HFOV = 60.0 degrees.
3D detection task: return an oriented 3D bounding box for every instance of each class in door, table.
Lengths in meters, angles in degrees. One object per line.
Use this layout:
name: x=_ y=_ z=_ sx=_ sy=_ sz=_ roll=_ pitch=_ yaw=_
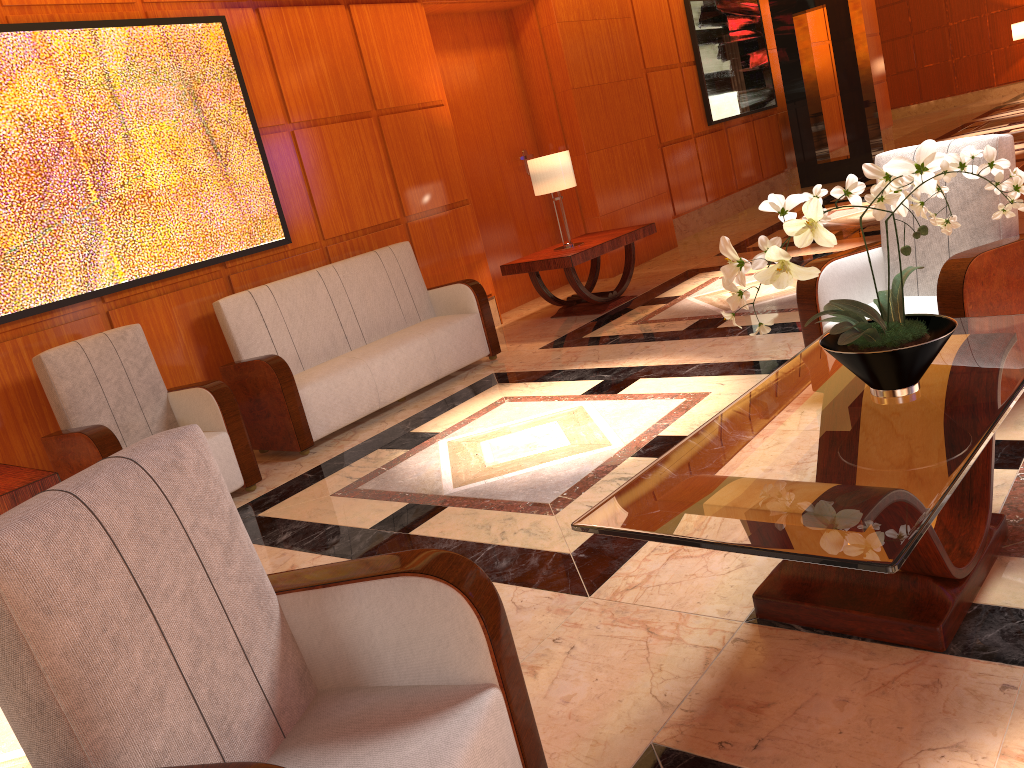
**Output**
door: x=-0.077 y=-2.004 z=7.911 sx=0.340 sy=2.631 sz=1.514 roll=-4 pitch=16 yaw=40
table: x=0.604 y=-0.879 z=7.191 sx=0.724 sy=0.530 sz=1.178 roll=-1 pitch=18 yaw=43
table: x=-2.428 y=0.812 z=3.513 sx=0.724 sy=0.530 sz=1.178 roll=-1 pitch=18 yaw=43
table: x=0.951 y=0.285 z=2.354 sx=0.722 sy=0.492 sz=1.574 roll=-1 pitch=18 yaw=43

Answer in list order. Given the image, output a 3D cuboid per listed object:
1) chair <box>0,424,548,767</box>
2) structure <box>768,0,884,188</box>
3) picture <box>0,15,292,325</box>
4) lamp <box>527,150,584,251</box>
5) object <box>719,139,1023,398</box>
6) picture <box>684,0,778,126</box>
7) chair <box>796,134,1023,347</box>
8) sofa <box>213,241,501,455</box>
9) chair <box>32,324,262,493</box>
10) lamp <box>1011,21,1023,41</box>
chair: x=-0.406 y=0.572 z=1.551 sx=0.627 sy=0.953 sz=0.745 roll=-10 pitch=13 yaw=20
structure: x=4.154 y=-3.930 z=11.652 sx=0.984 sy=2.478 sz=0.505 roll=-4 pitch=16 yaw=41
picture: x=-2.236 y=-1.270 z=4.940 sx=0.056 sy=1.441 sz=2.015 roll=-4 pitch=17 yaw=40
lamp: x=0.592 y=0.081 z=0.777 sx=0.335 sy=0.729 sz=13.108 roll=-14 pitch=14 yaw=1
object: x=0.933 y=-0.281 z=2.291 sx=0.786 sy=0.612 sz=0.421 roll=-10 pitch=13 yaw=18
picture: x=2.763 y=-4.058 z=11.006 sx=0.056 sy=1.441 sz=2.015 roll=-4 pitch=17 yaw=40
chair: x=1.625 y=-0.443 z=3.547 sx=0.632 sy=0.953 sz=0.739 roll=-21 pitch=14 yaw=-29
sofa: x=-0.946 y=-0.323 z=5.668 sx=0.612 sy=0.925 sz=1.815 roll=-3 pitch=17 yaw=41
chair: x=-1.841 y=0.207 z=4.405 sx=0.628 sy=0.953 sz=0.745 roll=-4 pitch=16 yaw=39
lamp: x=11.257 y=-7.131 z=19.008 sx=0.812 sy=1.648 sz=0.816 roll=-16 pitch=12 yaw=-8
